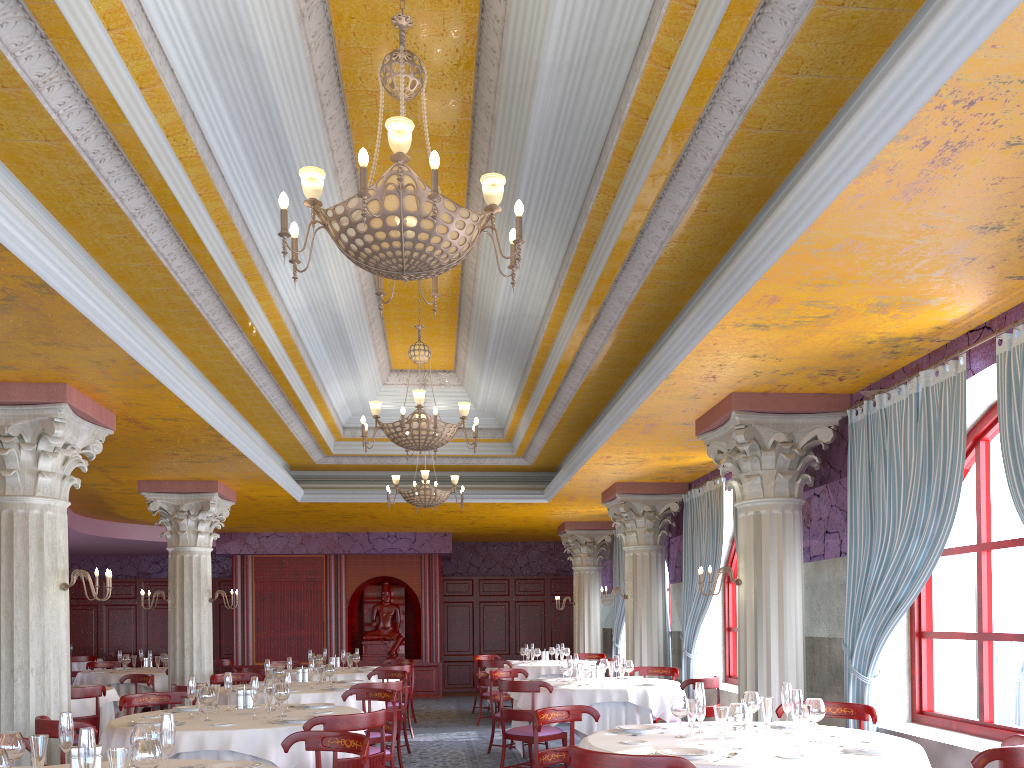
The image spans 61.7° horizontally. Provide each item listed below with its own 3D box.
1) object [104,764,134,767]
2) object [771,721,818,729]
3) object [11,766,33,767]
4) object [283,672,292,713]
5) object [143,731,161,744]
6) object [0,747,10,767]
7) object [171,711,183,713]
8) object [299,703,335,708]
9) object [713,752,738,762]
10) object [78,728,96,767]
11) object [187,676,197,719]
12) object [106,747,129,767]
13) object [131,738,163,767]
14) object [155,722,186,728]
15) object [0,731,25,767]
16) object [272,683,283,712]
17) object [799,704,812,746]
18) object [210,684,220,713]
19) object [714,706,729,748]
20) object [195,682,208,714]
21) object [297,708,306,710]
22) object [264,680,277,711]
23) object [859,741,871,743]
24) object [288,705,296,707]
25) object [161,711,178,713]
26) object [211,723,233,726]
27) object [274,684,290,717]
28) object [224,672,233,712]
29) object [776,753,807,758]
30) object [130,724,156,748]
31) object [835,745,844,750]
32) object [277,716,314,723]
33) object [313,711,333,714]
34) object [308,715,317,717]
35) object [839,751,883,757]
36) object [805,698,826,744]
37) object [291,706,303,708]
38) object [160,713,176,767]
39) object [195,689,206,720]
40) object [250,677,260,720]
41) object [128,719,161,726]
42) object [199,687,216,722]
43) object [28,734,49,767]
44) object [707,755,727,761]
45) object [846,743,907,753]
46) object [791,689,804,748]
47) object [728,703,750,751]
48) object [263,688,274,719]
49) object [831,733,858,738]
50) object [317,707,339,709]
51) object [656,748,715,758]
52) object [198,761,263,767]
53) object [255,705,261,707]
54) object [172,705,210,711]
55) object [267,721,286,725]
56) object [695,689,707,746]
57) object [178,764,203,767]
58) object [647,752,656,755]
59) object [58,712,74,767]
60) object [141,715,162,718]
[{"bbox_3d":[-2.041,1.999,4.464,0.158,0.009,0.164,1,-15,-5],"label":"object"},{"bbox_3d":[1.925,2.331,5.846,0.313,0.024,0.324,1,-15,-5],"label":"object"},{"bbox_3d":[-2.514,1.942,4.268,0.314,0.024,0.323,-5,-16,14],"label":"object"},{"bbox_3d":[-1.886,2.588,7.188,0.074,0.332,0.074,-1,-1,31],"label":"object"},{"bbox_3d":[-1.706,1.773,4.066,0.086,0.234,0.086,0,-3,-25],"label":"object"},{"bbox_3d":[-2.066,1.581,3.406,0.122,0.261,0.124,-1,-3,9],"label":"object"},{"bbox_3d":[-2.882,2.798,7.314,0.257,0.003,0.022,-13,-20,38],"label":"object"},{"bbox_3d":[-1.718,2.845,7.567,0.313,0.024,0.324,1,-15,-5],"label":"object"},{"bbox_3d":[1.130,1.986,4.558,0.055,0.019,0.261,-13,-20,42],"label":"object"},{"bbox_3d":[-1.716,1.556,3.457,0.074,0.332,0.074,0,-1,-14],"label":"object"},{"bbox_3d":[-2.532,2.479,6.768,0.074,0.332,0.074,-1,-1,31],"label":"object"},{"bbox_3d":[-1.639,1.633,3.561,0.086,0.234,0.086,-1,-2,20],"label":"object"},{"bbox_3d":[-1.551,1.640,3.639,0.122,0.261,0.124,0,-3,-14],"label":"object"},{"bbox_3d":[-2.513,2.500,6.279,0.055,0.019,0.261,-13,-20,42],"label":"object"},{"bbox_3d":[-2.299,1.726,3.921,0.122,0.261,0.124,0,-3,-14],"label":"object"},{"bbox_3d":[-1.990,2.659,7.264,0.086,0.234,0.086,-3,-3,42],"label":"object"},{"bbox_3d":[1.720,2.005,5.038,0.086,0.234,0.086,0,-3,-25],"label":"object"},{"bbox_3d":[-2.495,2.645,7.197,0.086,0.234,0.087,-1,-2,-3],"label":"object"},{"bbox_3d":[1.216,1.991,4.970,0.086,0.234,0.086,0,-3,-25],"label":"object"},{"bbox_3d":[-2.582,2.612,7.119,0.122,0.261,0.124,-1,-3,9],"label":"object"},{"bbox_3d":[-1.820,2.804,7.393,0.141,0.010,0.030,-15,-19,41],"label":"object"},{"bbox_3d":[-2.068,2.671,7.352,0.122,0.261,0.124,-1,-3,9],"label":"object"},{"bbox_3d":[2.133,2.083,4.950,0.055,0.019,0.261,13,-20,-43],"label":"object"},{"bbox_3d":[-1.901,2.879,7.675,0.055,0.019,0.261,-13,-20,42],"label":"object"},{"bbox_3d":[-2.905,2.781,7.283,0.055,0.019,0.261,13,-20,-43],"label":"object"},{"bbox_3d":[-2.140,2.513,6.323,0.159,0.009,0.164,-5,-16,14],"label":"object"},{"bbox_3d":[-1.835,2.526,6.837,0.122,0.261,0.124,-1,-3,9],"label":"object"},{"bbox_3d":[-2.419,2.625,7.301,0.074,0.332,0.074,-1,-1,31],"label":"object"},{"bbox_3d":[1.503,1.999,4.601,0.158,0.009,0.164,1,-15,-5],"label":"object"},{"bbox_3d":[-1.784,1.785,4.154,0.123,0.261,0.123,-3,-4,31],"label":"object"},{"bbox_3d":[1.852,2.068,4.868,0.030,0.010,0.141,-12,-19,40],"label":"object"},{"bbox_3d":[-1.617,2.546,6.488,0.313,0.024,0.324,1,-15,-5],"label":"object"},{"bbox_3d":[-1.563,2.717,7.085,0.159,0.009,0.163,6,-17,-24],"label":"object"},{"bbox_3d":[-1.510,2.597,6.671,0.055,0.019,0.261,13,-20,-43],"label":"object"},{"bbox_3d":[1.892,2.004,4.640,0.236,0.013,0.028,-14,-18,39],"label":"object"},{"bbox_3d":[1.808,2.012,5.116,0.122,0.261,0.124,0,-3,-14],"label":"object"},{"bbox_3d":[-1.870,2.880,7.652,0.022,0.003,0.258,-12,-19,36],"label":"object"},{"bbox_3d":[-1.603,1.702,3.990,0.074,0.332,0.074,0,-1,-14],"label":"object"},{"bbox_3d":[-2.427,2.505,6.692,0.086,0.234,0.086,-1,-2,20],"label":"object"},{"bbox_3d":[-1.999,2.442,6.655,0.074,0.332,0.074,-1,-1,31],"label":"object"},{"bbox_3d":[-2.696,2.529,6.387,0.313,0.024,0.324,1,-15,-5],"label":"object"},{"bbox_3d":[-2.350,2.467,6.604,0.122,0.261,0.124,0,-3,-14],"label":"object"},{"bbox_3d":[-2.211,1.760,3.999,0.086,0.234,0.086,0,-3,-25],"label":"object"},{"bbox_3d":[1.099,2.001,4.581,0.022,0.003,0.258,-12,-19,36],"label":"object"},{"bbox_3d":[2.026,2.032,4.767,0.314,0.024,0.323,-5,-16,14],"label":"object"},{"bbox_3d":[1.644,1.928,4.934,0.074,0.332,0.074,0,-1,-14],"label":"object"},{"bbox_3d":[1.293,1.953,4.883,0.122,0.261,0.124,-1,-3,9],"label":"object"},{"bbox_3d":[-1.922,2.519,6.759,0.086,0.234,0.086,0,-3,-25],"label":"object"},{"bbox_3d":[2.080,2.203,5.363,0.159,0.009,0.164,-5,-16,14],"label":"object"},{"bbox_3d":[-1.592,2.812,7.433,0.028,0.013,0.237,-11,-18,38],"label":"object"},{"bbox_3d":[0.946,2.015,4.665,0.314,0.024,0.323,-5,-16,14],"label":"object"},{"bbox_3d":[-1.435,1.959,4.369,0.314,0.024,0.323,6,-17,-24],"label":"object"},{"bbox_3d":[-2.325,2.885,7.662,0.159,0.009,0.164,-5,-16,14],"label":"object"},{"bbox_3d":[-2.798,2.828,7.466,0.313,0.024,0.324,1,-15,-5],"label":"object"},{"bbox_3d":[-1.751,2.518,6.361,0.236,0.013,0.028,-14,-18,39],"label":"object"},{"bbox_3d":[1.111,1.965,5.047,0.074,0.332,0.074,-1,-1,31],"label":"object"},{"bbox_3d":[-1.618,1.993,4.477,0.055,0.019,0.261,-13,-20,42],"label":"object"},{"bbox_3d":[0.820,2.059,4.799,0.028,0.013,0.237,-11,-18,38],"label":"object"},{"bbox_3d":[-2.135,1.739,4.103,0.074,0.332,0.074,0,-1,-14],"label":"object"},{"bbox_3d":[-2.902,2.681,6.900,0.159,0.009,0.164,-5,-16,14],"label":"object"}]
